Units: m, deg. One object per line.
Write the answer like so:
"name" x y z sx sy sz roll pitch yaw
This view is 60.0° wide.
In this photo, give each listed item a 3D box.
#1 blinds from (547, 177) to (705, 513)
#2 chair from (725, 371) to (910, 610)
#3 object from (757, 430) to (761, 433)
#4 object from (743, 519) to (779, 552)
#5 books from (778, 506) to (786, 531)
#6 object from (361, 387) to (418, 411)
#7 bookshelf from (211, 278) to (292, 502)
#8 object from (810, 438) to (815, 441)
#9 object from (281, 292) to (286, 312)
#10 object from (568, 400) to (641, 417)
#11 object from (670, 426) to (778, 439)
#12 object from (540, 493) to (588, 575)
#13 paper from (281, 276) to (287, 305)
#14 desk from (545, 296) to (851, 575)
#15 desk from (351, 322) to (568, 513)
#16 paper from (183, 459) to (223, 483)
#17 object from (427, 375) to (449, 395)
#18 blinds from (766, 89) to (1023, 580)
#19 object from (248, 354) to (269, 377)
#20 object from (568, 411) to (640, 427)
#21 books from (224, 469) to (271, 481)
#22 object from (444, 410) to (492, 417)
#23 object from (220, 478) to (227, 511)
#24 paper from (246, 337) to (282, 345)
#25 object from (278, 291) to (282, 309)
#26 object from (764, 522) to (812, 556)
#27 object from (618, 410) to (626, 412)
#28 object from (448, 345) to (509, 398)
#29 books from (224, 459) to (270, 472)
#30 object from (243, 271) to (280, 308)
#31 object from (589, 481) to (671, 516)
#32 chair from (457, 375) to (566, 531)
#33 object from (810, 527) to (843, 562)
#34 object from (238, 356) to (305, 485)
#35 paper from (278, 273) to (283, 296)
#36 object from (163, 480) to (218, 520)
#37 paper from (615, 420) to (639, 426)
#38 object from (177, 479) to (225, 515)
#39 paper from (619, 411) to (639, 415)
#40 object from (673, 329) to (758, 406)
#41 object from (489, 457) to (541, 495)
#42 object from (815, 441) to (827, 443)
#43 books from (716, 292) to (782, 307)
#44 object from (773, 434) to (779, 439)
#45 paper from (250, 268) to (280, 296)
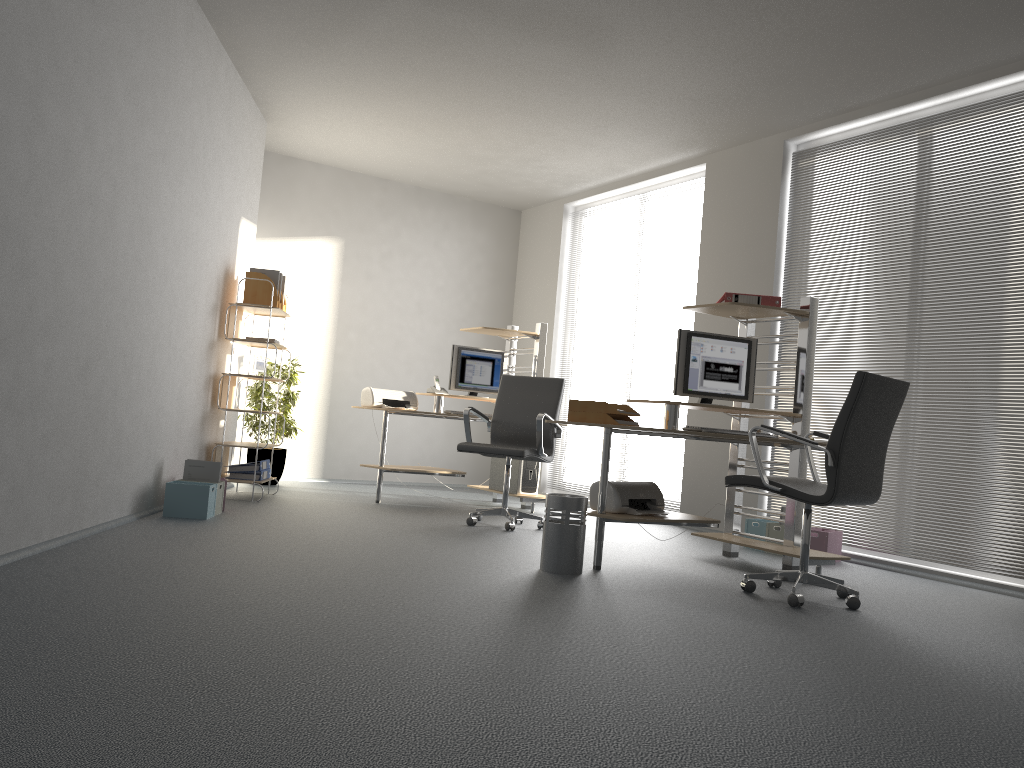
"blinds" 0.986 -0.337 7.988 0.037 2.749 1.950 6 -3 -31
"chair" 1.406 0.478 4.151 0.652 1.048 0.584 2 -4 45
"object" 1.397 0.276 5.059 0.054 0.064 0.159 4 -3 25
"object" 1.718 1.021 5.962 0.245 0.202 0.185 6 -3 -31
"books" 1.828 0.952 5.794 0.220 0.306 0.068 6 -3 -31
"object" -0.933 0.122 7.081 0.438 0.162 0.351 7 -3 -40
"bookshelf" -1.898 0.047 6.543 0.381 1.572 0.724 5 -3 -4
"object" 1.616 0.305 4.875 0.132 0.026 0.132 6 -3 -31
"object" -1.847 -0.669 6.759 0.243 0.259 0.113 5 -3 -1
"object" 0.490 0.127 4.681 0.309 0.060 0.225 3 -3 38
"object" 1.021 0.279 4.859 0.478 0.082 0.814 6 -3 -24
"object" 0.254 0.733 4.331 0.208 0.377 0.208 4 -3 12
"paper" -1.848 -0.687 6.780 0.213 0.297 0.045 5 -3 -1
"desk" 1.044 0.214 4.734 1.469 1.566 0.967 6 -3 -31
"desk" -0.421 0.199 7.114 1.469 1.566 0.967 6 -3 -31
"paper" -1.881 0.616 5.365 0.220 0.306 0.068 5 -3 -5
"object" -0.607 0.006 7.287 0.119 0.151 0.150 2 -4 44
"blinds" 2.455 -0.321 5.603 0.022 2.770 1.950 6 -3 -31
"object" -1.860 -0.131 6.545 0.077 0.161 0.192 4 -3 14
"object" 0.485 0.183 4.679 0.309 0.060 0.225 3 -3 38
"books" -1.935 0.655 6.503 0.262 0.072 0.320 5 -3 -3
"object" -0.403 0.267 7.245 0.478 0.082 0.814 6 -3 -24
"object" -1.933 0.692 5.569 0.245 0.202 0.185 6 -3 -23
"paper" -1.861 -0.313 6.656 0.213 0.046 0.297 5 -3 -4
"object" -1.844 -0.674 6.634 0.243 0.259 0.113 5 -3 -4
"object" 1.814 1.022 5.804 0.245 0.202 0.185 6 -3 -31
"object" 0.571 0.140 4.617 0.008 0.009 0.159 4 -3 22
"object" -0.295 -0.092 7.506 0.516 0.418 0.245 6 -3 -17
"books" -1.940 0.599 6.505 0.263 0.100 0.320 5 -3 -3
"object" -1.832 -0.679 6.511 0.243 0.259 0.113 5 -3 -6
"object" 0.673 0.600 4.677 0.351 0.162 0.438 2 -4 43
"chair" -0.011 0.445 6.071 0.584 1.048 0.652 4 -3 24
"object" 1.955 1.026 5.626 0.185 0.202 0.245 3 -3 41
"object" -2.063 0.303 7.675 0.544 1.147 0.644 5 -3 -3
"paper" -1.845 -0.693 6.656 0.213 0.297 0.045 5 -3 -4
"object" -1.870 0.679 5.163 0.245 0.202 0.185 5 -3 -5
"paper" 0.485 0.196 4.677 0.297 0.019 0.210 3 -3 38
"object" -1.886 0.686 5.347 0.245 0.202 0.185 5 -3 -5
"paper" 0.490 0.144 4.680 0.297 0.010 0.210 3 -3 38
"object" 1.160 -0.076 5.146 0.516 0.418 0.245 5 -3 -10
"object" 0.029 0.680 7.303 0.199 0.422 0.471 6 -3 -31
"object" 1.684 0.321 4.920 0.011 0.011 0.158 7 -3 -34
"books" 1.376 -0.470 5.185 0.320 0.072 0.262 5 -3 1
"object" 1.499 0.294 5.033 0.022 0.042 0.134 4 -3 11
"paper" -1.834 -0.698 6.532 0.213 0.297 0.045 5 -3 -6
